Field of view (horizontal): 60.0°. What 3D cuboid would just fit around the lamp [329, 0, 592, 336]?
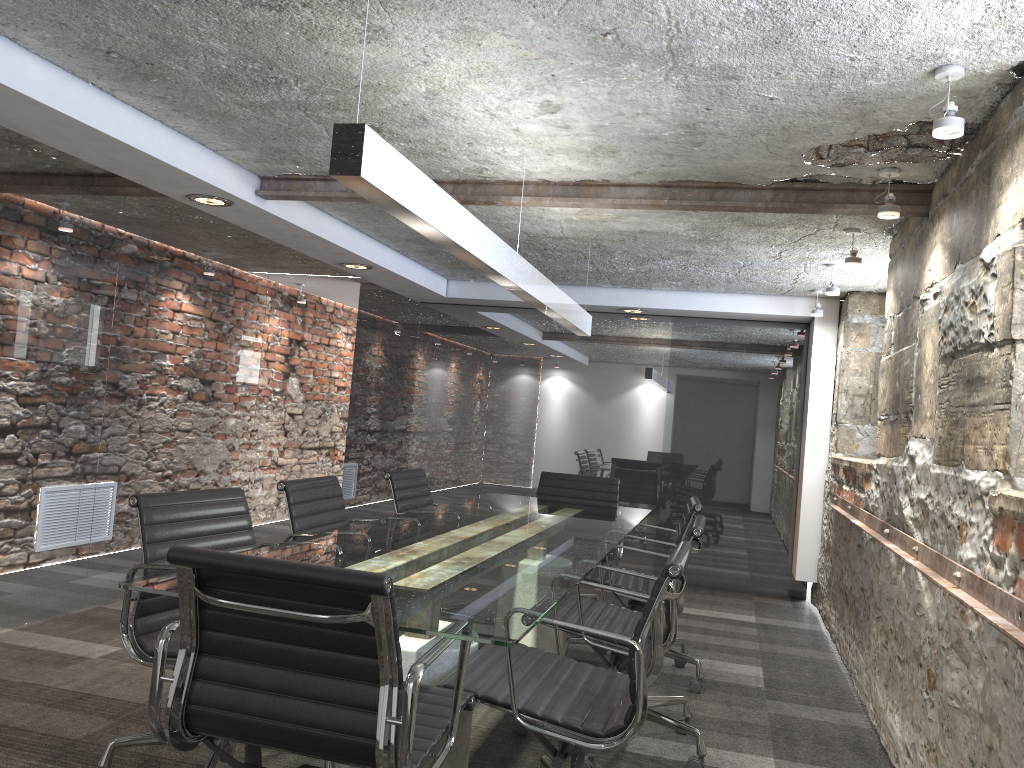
[{"bbox_3d":[0.046,-0.615,3.416,0.073,0.524,3.159,4,-2,14],"label":"lamp"}]

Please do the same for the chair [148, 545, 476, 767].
[{"bbox_3d":[-0.419,0.771,1.968,0.693,0.837,0.667,5,-2,6],"label":"chair"}]

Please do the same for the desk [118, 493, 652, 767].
[{"bbox_3d":[-0.088,0.914,3.361,0.909,0.711,3.154,4,-2,14],"label":"desk"}]

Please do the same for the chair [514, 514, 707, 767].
[{"bbox_3d":[0.373,0.884,3.235,0.667,0.837,0.693,5,-2,5],"label":"chair"}]

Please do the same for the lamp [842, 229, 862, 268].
[{"bbox_3d":[1.597,-0.634,4.150,0.098,0.165,0.077,7,-3,-43],"label":"lamp"}]

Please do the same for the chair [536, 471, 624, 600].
[{"bbox_3d":[0.310,0.942,4.983,0.693,0.837,0.667,5,-2,4],"label":"chair"}]

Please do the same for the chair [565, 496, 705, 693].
[{"bbox_3d":[0.554,0.933,4.153,0.667,0.837,0.693,5,-2,1],"label":"chair"}]

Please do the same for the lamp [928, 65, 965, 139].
[{"bbox_3d":[1.147,-0.738,2.330,0.098,0.165,0.077,7,-3,-43],"label":"lamp"}]

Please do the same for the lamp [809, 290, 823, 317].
[{"bbox_3d":[2.026,-0.535,5.888,0.098,0.165,0.077,7,-3,-43],"label":"lamp"}]

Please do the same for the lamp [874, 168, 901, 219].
[{"bbox_3d":[1.364,-0.688,3.210,0.098,0.165,0.077,7,-3,-43],"label":"lamp"}]

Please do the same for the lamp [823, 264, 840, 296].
[{"bbox_3d":[1.806,-0.586,4.996,0.098,0.165,0.077,7,-3,-43],"label":"lamp"}]

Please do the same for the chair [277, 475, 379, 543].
[{"bbox_3d":[-0.577,0.811,3.459,0.667,0.837,0.693,5,-2,4],"label":"chair"}]

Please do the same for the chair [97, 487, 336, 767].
[{"bbox_3d":[-0.777,0.765,2.637,0.667,0.837,0.693,4,-2,12],"label":"chair"}]

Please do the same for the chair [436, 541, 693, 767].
[{"bbox_3d":[0.145,0.834,2.387,0.667,0.837,0.693,5,-2,6],"label":"chair"}]

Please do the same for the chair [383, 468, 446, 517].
[{"bbox_3d":[-0.306,0.867,4.358,0.667,0.837,0.693,5,-2,5],"label":"chair"}]
